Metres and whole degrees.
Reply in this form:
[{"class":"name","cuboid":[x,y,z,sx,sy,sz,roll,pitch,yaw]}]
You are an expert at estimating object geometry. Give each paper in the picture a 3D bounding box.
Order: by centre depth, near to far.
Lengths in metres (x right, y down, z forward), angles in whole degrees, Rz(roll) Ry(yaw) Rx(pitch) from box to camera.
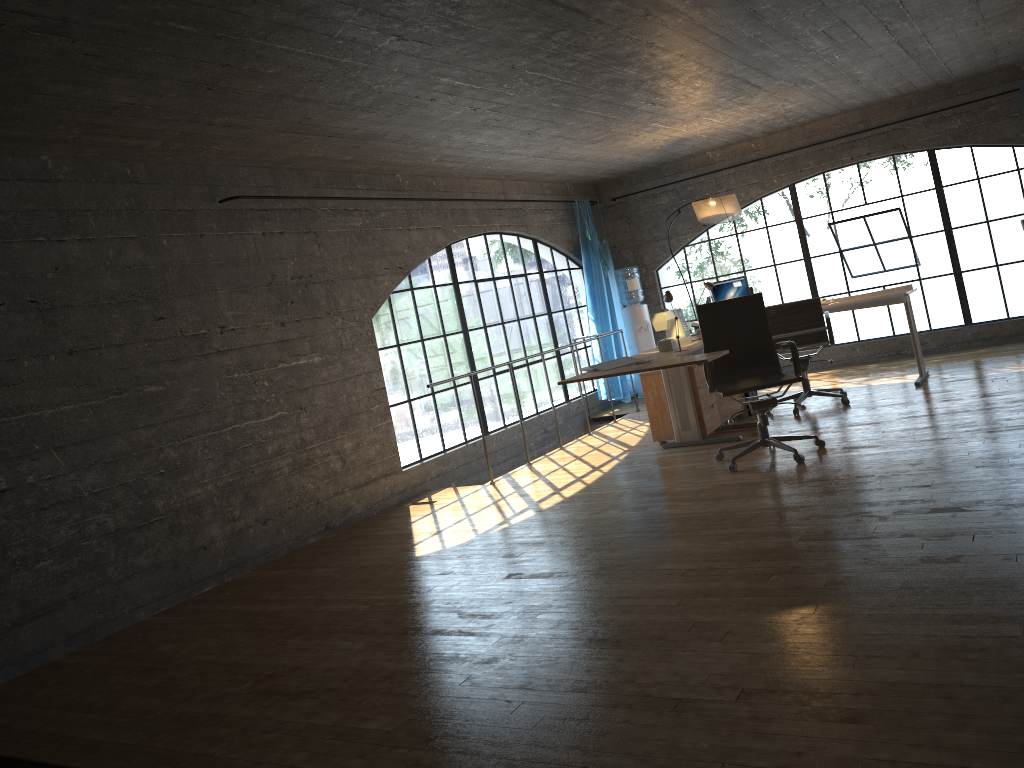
[{"class":"paper","cuboid":[2.874,-0.682,7.398,0.844,0.114,0.587,-9,5,32]}]

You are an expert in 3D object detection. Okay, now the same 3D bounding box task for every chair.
[{"class":"chair","cuboid":[1.532,-0.044,5.517,0.652,1.016,0.685,-12,0,2]},{"class":"chair","cuboid":[2.277,-0.236,7.094,0.649,0.860,0.689,-11,1,19]}]

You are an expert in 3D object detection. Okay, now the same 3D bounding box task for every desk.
[{"class":"desk","cuboid":[1.900,-0.045,6.415,1.621,0.739,3.545,-9,4,33]}]

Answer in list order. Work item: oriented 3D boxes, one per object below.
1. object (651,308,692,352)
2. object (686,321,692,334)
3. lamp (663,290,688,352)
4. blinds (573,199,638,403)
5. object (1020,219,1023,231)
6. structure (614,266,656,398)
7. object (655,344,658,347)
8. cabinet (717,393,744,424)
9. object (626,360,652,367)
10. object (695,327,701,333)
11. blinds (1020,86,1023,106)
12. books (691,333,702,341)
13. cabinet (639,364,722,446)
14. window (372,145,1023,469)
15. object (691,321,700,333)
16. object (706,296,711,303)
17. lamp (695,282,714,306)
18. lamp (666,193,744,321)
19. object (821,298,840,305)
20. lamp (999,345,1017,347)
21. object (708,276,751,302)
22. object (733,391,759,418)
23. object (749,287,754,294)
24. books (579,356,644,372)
[{"class":"object","cuboid":[1.113,-0.392,6.219,0.135,0.284,0.407,-12,2,32]},{"class":"object","cuboid":[1.369,-0.426,7.042,0.132,0.129,0.039,-11,0,27]},{"class":"lamp","cuboid":[1.069,-0.417,5.825,0.105,0.409,0.208,-12,0,19]},{"class":"blinds","cuboid":[1.038,-0.923,9.735,0.260,2.287,0.953,-12,-1,29]},{"class":"object","cuboid":[4.200,-1.121,6.779,0.469,0.391,0.286,-12,1,2]},{"class":"structure","cuboid":[1.442,-0.597,10.038,0.330,1.478,0.323,-11,-1,-37]},{"class":"object","cuboid":[1.154,-0.297,6.605,0.076,0.026,0.179,-13,4,-28]},{"class":"cabinet","cuboid":[1.579,0.052,7.123,0.468,0.573,0.429,-11,1,40]},{"class":"object","cuboid":[0.791,-0.130,5.460,0.141,0.013,0.129,-9,5,35]},{"class":"object","cuboid":[1.556,-0.446,6.777,0.253,0.130,0.255,-9,4,35]},{"class":"blinds","cuboid":[5.065,-1.597,7.766,0.662,2.300,0.259,-12,-1,27]},{"class":"books","cuboid":[1.326,-0.351,6.657,0.261,0.054,0.289,-13,4,-17]},{"class":"cabinet","cuboid":[1.293,0.143,6.693,0.423,0.573,0.429,-11,1,30]},{"class":"window","cuboid":[2.074,-1.011,8.720,6.962,1.872,3.183,-12,3,-8]},{"class":"object","cuboid":[1.616,-0.528,7.479,0.189,0.165,0.170,-11,2,17]},{"class":"object","cuboid":[1.746,-0.634,7.772,0.085,0.278,0.084,-11,-1,-14]},{"class":"lamp","cuboid":[1.685,-0.680,7.653,0.207,0.409,0.105,-12,-1,-1]},{"class":"lamp","cuboid":[1.814,-0.956,10.637,0.386,1.931,6.244,-12,4,-2]},{"class":"object","cuboid":[2.748,-0.720,7.640,0.159,0.064,0.054,-12,1,-1]},{"class":"lamp","cuboid":[4.381,-1.290,8.037,0.387,1.931,6.225,-11,4,-11]},{"class":"object","cuboid":[1.965,-0.743,7.866,0.474,0.391,0.283,-13,1,-33]},{"class":"object","cuboid":[1.784,0.069,7.397,0.476,0.412,0.202,-10,1,37]},{"class":"object","cuboid":[2.185,-0.744,8.042,0.084,0.278,0.085,-12,-1,34]},{"class":"books","cuboid":[0.629,-0.128,5.657,0.309,0.044,0.316,-13,4,-23]}]
